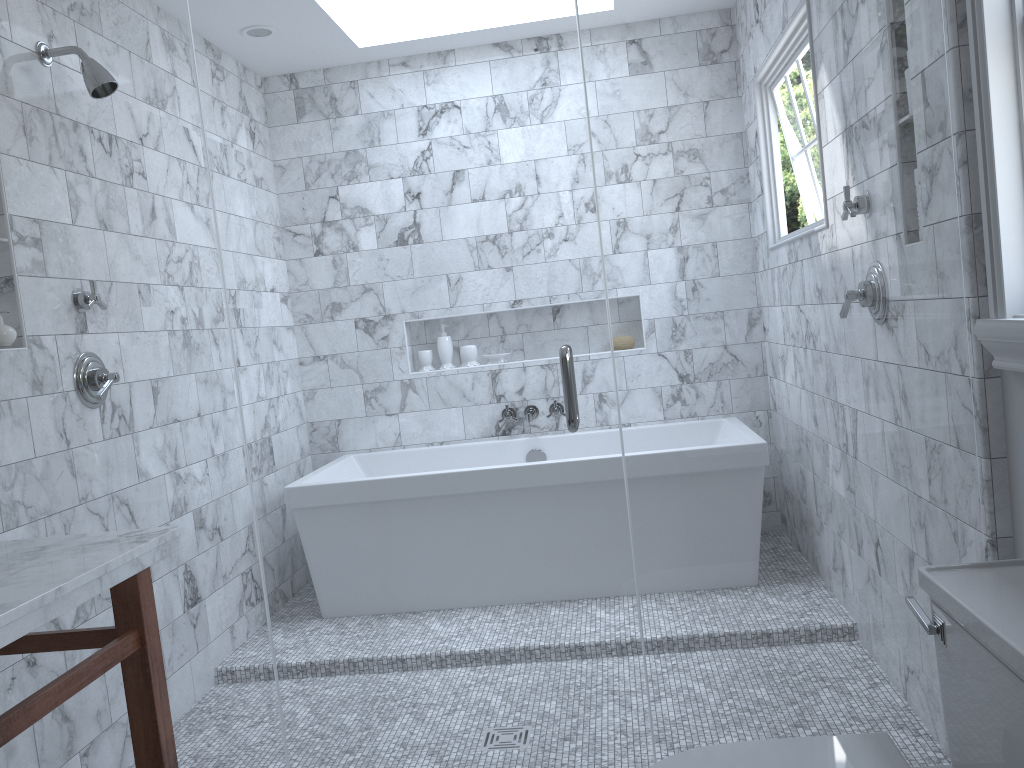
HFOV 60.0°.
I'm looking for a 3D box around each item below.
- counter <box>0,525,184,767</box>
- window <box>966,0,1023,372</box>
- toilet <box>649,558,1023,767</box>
[{"bbox_3d":[-1.064,0.777,1.135,0.638,0.983,1.657,-6,4,7],"label":"counter"},{"bbox_3d":[0.863,-0.617,1.188,0.149,1.248,1.040,-6,4,7],"label":"window"},{"bbox_3d":[0.552,0.709,1.377,0.722,0.727,0.490,-6,4,7],"label":"toilet"}]
